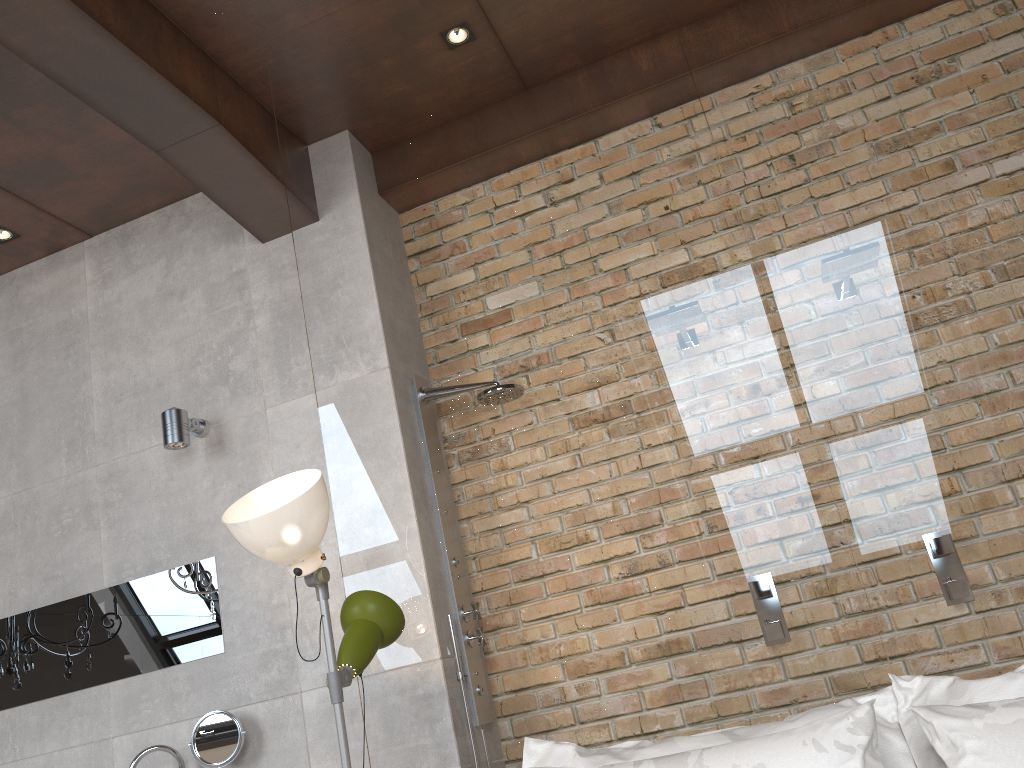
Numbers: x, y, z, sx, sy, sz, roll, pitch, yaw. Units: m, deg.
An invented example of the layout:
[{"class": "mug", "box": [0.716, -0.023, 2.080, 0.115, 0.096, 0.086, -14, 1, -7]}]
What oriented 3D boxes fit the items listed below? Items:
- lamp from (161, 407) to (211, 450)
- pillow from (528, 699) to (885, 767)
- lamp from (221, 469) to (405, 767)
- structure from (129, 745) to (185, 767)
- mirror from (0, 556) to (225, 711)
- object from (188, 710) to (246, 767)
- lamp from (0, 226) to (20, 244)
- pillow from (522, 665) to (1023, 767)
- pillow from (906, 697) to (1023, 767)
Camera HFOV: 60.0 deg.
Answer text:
[{"class": "lamp", "box": [-1.331, 0.189, 3.634, 0.101, 0.168, 0.243, -18, -20, 14]}, {"class": "pillow", "box": [0.387, 0.889, 1.695, 0.744, 0.397, 0.276, -18, -20, 14]}, {"class": "lamp", "box": [-0.399, 0.981, 2.115, 0.270, 1.582, 0.561, -17, -19, 12]}, {"class": "structure", "box": [-1.258, 1.454, 3.242, 0.242, 0.268, 0.141, -16, -19, 10]}, {"class": "mirror", "box": [-1.999, 1.137, 3.726, 1.838, 0.377, 0.007, -18, -20, 14]}, {"class": "object", "box": [-1.063, 1.363, 3.216, 0.192, 0.338, 0.118, -3, -21, -27]}, {"class": "lamp", "box": [-2.341, -0.694, 4.067, 0.115, 0.027, 0.113, -18, -20, 14]}, {"class": "pillow", "box": [0.818, 0.817, 1.744, 1.746, 0.517, 0.358, -17, -20, 14]}, {"class": "pillow", "box": [1.124, 0.676, 1.491, 0.748, 0.385, 0.291, -18, -20, 14]}]
